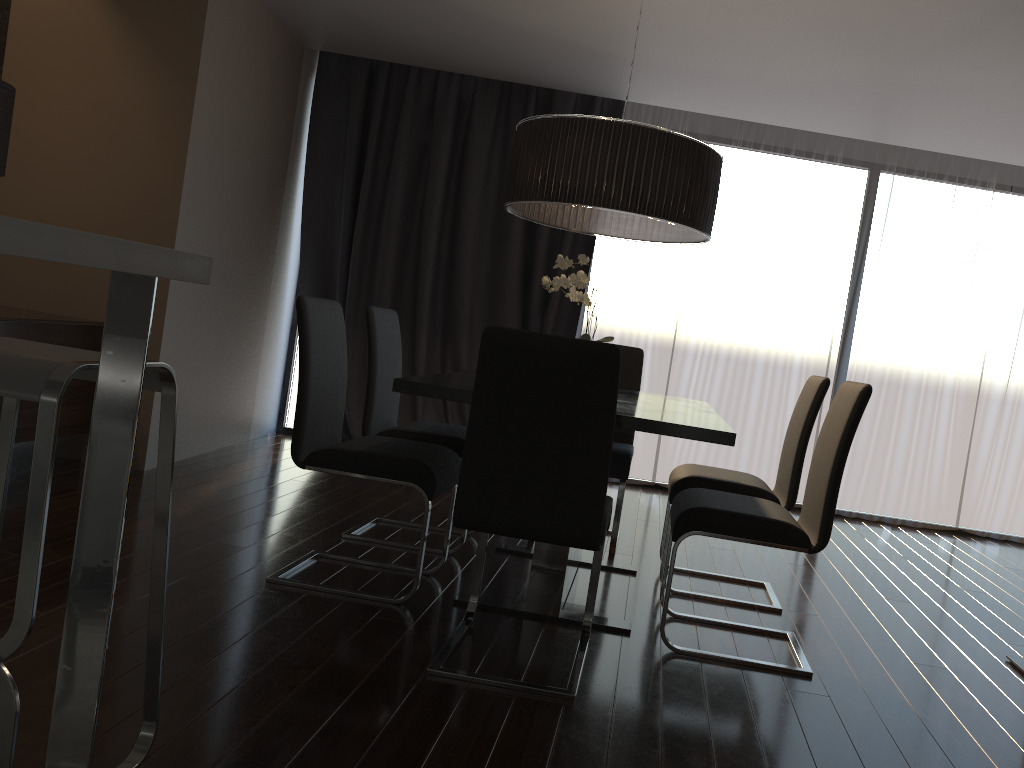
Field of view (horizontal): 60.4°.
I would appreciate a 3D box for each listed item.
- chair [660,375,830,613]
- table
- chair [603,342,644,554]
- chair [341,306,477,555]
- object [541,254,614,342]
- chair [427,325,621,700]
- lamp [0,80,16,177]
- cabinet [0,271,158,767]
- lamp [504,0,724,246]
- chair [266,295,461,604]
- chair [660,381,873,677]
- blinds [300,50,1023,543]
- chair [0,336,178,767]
[{"bbox_3d":[0.964,0.401,3.741,0.568,0.963,0.432,9,2,5],"label":"chair"},{"bbox_3d":[0.230,0.409,3.436,1.031,0.759,1.619,9,3,7],"label":"table"},{"bbox_3d":[0.385,0.275,4.291,0.424,0.963,0.578,9,3,7],"label":"chair"},{"bbox_3d":[-0.370,0.188,3.811,0.568,0.963,0.432,9,2,5],"label":"chair"},{"bbox_3d":[0.243,-0.221,3.322,0.309,0.500,0.577,9,3,4],"label":"object"},{"bbox_3d":[0.080,0.336,2.595,0.424,0.963,0.578,9,3,7],"label":"chair"},{"bbox_3d":[-2.379,-0.786,3.485,0.565,0.932,0.621,10,3,33],"label":"lamp"},{"bbox_3d":[-0.948,-0.482,0.720,4.407,2.497,6.995,9,3,7],"label":"cabinet"},{"bbox_3d":[0.451,-1.153,3.367,0.769,1.101,0.839,10,3,30],"label":"lamp"},{"bbox_3d":[-0.487,0.214,3.112,0.568,0.963,0.432,9,2,5],"label":"chair"},{"bbox_3d":[0.847,0.428,3.042,0.568,0.963,0.432,9,2,5],"label":"chair"},{"bbox_3d":[2.282,-0.502,5.969,7.547,2.891,0.743,9,2,-4],"label":"blinds"},{"bbox_3d":[-0.904,0.331,1.566,0.417,0.799,0.435,9,2,6],"label":"chair"}]
